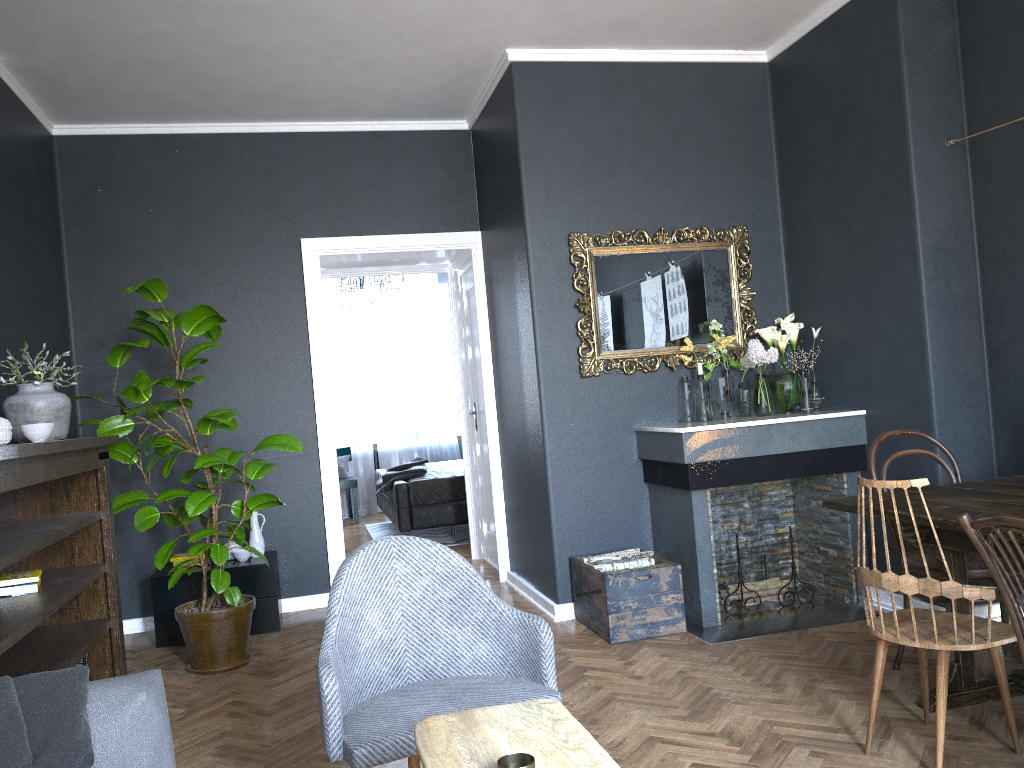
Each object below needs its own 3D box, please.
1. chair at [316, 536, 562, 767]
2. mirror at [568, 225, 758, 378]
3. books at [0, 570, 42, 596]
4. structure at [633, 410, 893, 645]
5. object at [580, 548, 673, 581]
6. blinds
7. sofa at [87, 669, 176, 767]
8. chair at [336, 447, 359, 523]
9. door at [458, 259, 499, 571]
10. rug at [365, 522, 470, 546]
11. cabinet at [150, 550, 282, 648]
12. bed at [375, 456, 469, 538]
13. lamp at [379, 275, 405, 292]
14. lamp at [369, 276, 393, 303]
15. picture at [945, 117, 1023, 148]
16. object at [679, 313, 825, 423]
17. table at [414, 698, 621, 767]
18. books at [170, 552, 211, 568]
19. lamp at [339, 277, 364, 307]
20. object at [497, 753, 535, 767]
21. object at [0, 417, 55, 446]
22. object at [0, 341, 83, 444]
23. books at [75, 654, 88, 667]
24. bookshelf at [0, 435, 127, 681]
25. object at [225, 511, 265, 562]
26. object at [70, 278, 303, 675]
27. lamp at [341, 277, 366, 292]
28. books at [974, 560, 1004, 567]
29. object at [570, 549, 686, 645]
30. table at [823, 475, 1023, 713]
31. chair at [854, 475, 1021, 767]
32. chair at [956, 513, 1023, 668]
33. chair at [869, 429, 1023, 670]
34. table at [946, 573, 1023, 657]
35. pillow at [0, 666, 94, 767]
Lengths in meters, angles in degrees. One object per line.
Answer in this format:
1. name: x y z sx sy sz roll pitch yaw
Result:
1. chair: -0.227 0.835 2.359 0.644 0.811 0.495 -5 0 -35
2. mirror: 0.839 -0.459 4.811 1.056 0.784 0.067 -5 0 -13
3. books: -1.837 0.775 3.360 0.174 0.113 0.197 -5 -1 -25
4. structure: 1.266 0.666 4.511 1.065 0.981 0.834 -5 0 -13
5. object: 0.563 0.967 4.419 0.369 0.247 0.533 -5 -1 -13
6. blinds: -1.554 0.082 10.181 3.991 2.789 0.312 -5 0 -13
7. sofa: -0.974 0.885 1.007 0.970 0.798 2.341 -5 -1 -14
8. chair: -1.911 1.108 9.650 0.435 0.798 0.592 -5 0 -14
9. door: -0.175 0.204 6.251 0.162 2.187 0.857 -5 0 -14
10. rug: -0.598 1.376 8.424 1.458 0.013 2.046 -5 -1 -14
11. cabinet: -1.667 1.218 5.066 0.650 0.390 0.456 -5 -1 -13
12. bed: -0.158 0.757 8.576 2.374 1.162 2.266 -5 -1 -14
13. lamp: -1.096 -1.215 7.902 0.210 0.769 0.210 -5 0 0
14. lamp: -1.330 -1.190 8.861 0.210 0.747 0.210 -5 0 0
15. picture: 2.504 -0.795 1.817 0.058 0.771 4.459 -5 -1 -14
16. object: 1.272 -0.098 4.693 0.727 0.547 0.474 -5 0 -11
17. table: 0.055 0.930 1.467 0.339 0.550 0.788 -5 -1 -14
18. books: -1.832 1.004 5.065 0.214 0.066 0.162 -5 -1 -18
19. lamp: -1.557 -1.148 8.489 0.210 0.804 0.210 -5 0 0
20. object: 0.035 0.638 1.330 0.103 0.033 0.369 -5 -1 -3
21. object: -1.794 0.166 3.217 0.118 0.104 0.255 -5 -1 42
22. object: -1.905 0.027 3.539 0.385 0.412 0.275 -5 0 -35
23. books: -1.909 1.229 3.813 0.179 0.193 0.122 -5 0 -10
24. bookshelf: -1.719 0.797 3.020 0.451 1.172 1.919 -5 -1 -14
25. object: -1.577 0.881 5.129 0.228 0.268 0.228 -5 0 20
26. object: -1.626 0.452 4.350 1.118 1.899 0.764 -5 0 -20
27. lamp: -1.474 -1.212 8.110 0.210 0.714 0.210 -5 0 0
28. books: 2.028 0.728 3.704 0.207 0.025 0.262 -5 -1 29
29. object: 0.565 1.043 4.418 0.383 0.326 0.553 -5 -1 -14
30. table: 1.868 0.700 2.515 1.126 0.727 1.605 -5 -1 -13
31. chair: 1.271 0.694 2.696 0.383 0.856 0.456 -5 0 -28
32. chair: 1.371 0.688 2.047 0.467 0.820 0.363 -5 0 -14
33. chair: 1.664 0.633 3.333 0.437 0.920 0.549 -5 0 -11
34. table: 2.063 0.909 3.690 0.364 0.317 0.369 -5 -1 -14
35. pillow: -1.082 0.725 1.625 0.442 0.362 0.797 -5 -1 4
